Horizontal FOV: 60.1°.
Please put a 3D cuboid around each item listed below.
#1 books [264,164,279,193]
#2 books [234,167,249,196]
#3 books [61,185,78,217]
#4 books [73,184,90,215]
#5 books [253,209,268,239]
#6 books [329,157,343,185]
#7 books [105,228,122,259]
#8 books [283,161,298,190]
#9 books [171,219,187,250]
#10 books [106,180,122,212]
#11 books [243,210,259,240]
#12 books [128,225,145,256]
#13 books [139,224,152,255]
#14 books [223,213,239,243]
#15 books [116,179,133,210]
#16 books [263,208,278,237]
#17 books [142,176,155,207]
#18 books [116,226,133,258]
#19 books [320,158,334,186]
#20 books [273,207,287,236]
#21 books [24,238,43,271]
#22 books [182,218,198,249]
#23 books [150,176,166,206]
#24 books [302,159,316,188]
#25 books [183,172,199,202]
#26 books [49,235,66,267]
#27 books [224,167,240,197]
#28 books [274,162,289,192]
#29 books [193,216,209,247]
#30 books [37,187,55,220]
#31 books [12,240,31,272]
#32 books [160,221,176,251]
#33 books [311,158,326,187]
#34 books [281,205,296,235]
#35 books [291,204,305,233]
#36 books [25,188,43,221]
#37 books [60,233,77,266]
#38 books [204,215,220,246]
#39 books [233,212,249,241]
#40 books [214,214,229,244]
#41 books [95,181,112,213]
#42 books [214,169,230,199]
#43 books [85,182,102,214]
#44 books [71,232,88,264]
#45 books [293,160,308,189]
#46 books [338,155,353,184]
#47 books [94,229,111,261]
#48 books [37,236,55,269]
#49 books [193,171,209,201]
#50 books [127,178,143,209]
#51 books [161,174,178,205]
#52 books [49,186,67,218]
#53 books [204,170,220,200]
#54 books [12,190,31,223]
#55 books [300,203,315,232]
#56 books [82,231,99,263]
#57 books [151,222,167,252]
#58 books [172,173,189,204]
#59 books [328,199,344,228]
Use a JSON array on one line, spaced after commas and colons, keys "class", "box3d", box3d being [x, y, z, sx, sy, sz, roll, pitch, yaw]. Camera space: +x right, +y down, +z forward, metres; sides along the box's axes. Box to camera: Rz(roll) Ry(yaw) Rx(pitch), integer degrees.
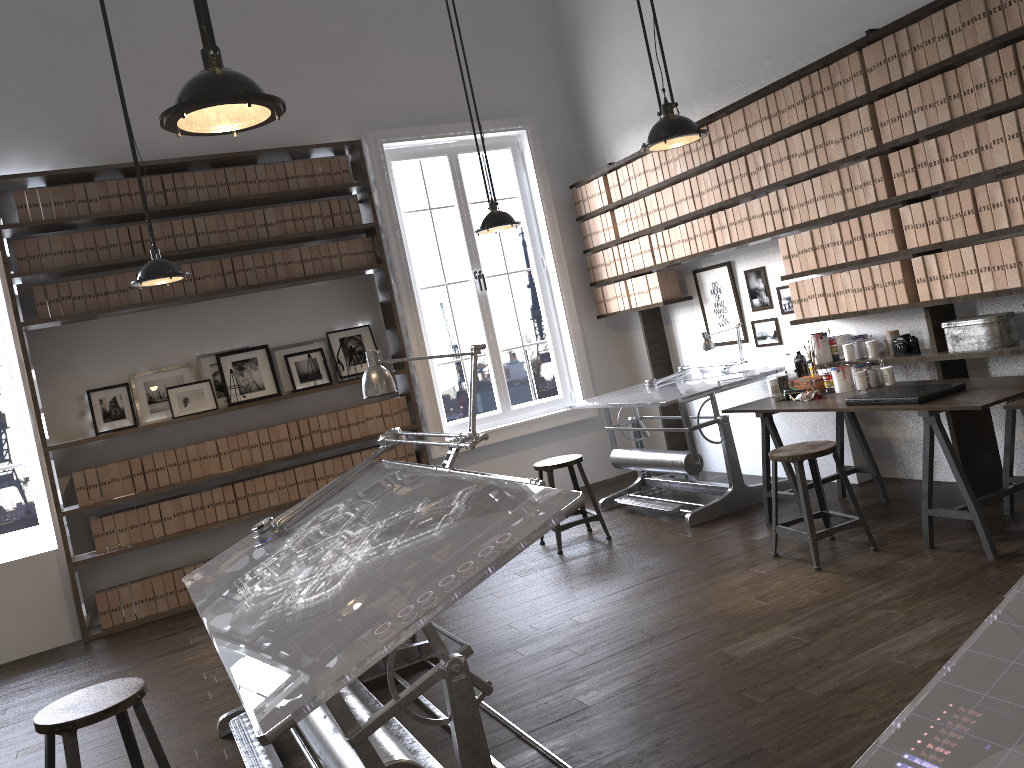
[{"class": "books", "box3d": [-1.770, -1.479, 6.482, 0.067, 0.225, 0.174, -12, 1, -25]}, {"class": "books", "box3d": [-1.957, -1.434, 6.384, 0.067, 0.226, 0.174, -12, 1, -25]}, {"class": "books", "box3d": [-2.950, -1.197, 5.916, 0.067, 0.225, 0.174, -12, 1, -25]}, {"class": "books", "box3d": [-2.886, -1.212, 5.943, 0.067, 0.226, 0.174, -12, 1, -25]}, {"class": "books", "box3d": [-1.831, -1.137, 6.416, 0.067, 0.226, 0.174, -12, 1, -25]}, {"class": "books", "box3d": [-1.344, -1.580, 6.684, 0.067, 0.225, 0.174, -12, 1, -25]}, {"class": "books", "box3d": [-2.699, -0.929, 6.002, 0.067, 0.225, 0.174, -12, 1, -25]}, {"class": "books", "box3d": [-1.644, -1.509, 6.536, 0.067, 0.226, 0.174, -12, 1, -25]}, {"class": "books", "box3d": [-2.325, -1.019, 6.178, 0.067, 0.225, 0.174, -12, 1, -25]}, {"class": "books", "box3d": [-2.706, -1.255, 6.027, 0.067, 0.226, 0.174, -12, 1, -25]}, {"class": "books", "box3d": [-1.895, -1.122, 6.390, 0.067, 0.225, 0.174, -12, 1, -25]}, {"class": "books", "box3d": [-2.569, -0.960, 6.063, 0.067, 0.226, 0.174, -12, 1, -25]}, {"class": "books", "box3d": [-2.506, -0.976, 6.099, 0.067, 0.225, 0.174, -12, 1, -25]}, {"class": "books", "box3d": [-2.016, -1.092, 6.326, 0.067, 0.226, 0.174, -12, 1, -25]}, {"class": "books", "box3d": [-2.649, -1.269, 6.061, 0.067, 0.225, 0.174, -12, 1, -25]}, {"class": "books", "box3d": [-1.767, -1.152, 6.448, 0.067, 0.225, 0.174, -12, 1, -25]}, {"class": "books", "box3d": [-2.522, -1.299, 6.117, 0.067, 0.225, 0.174, -12, 1, -25]}, {"class": "books", "box3d": [-2.638, -0.944, 6.036, 0.067, 0.225, 0.174, -12, 1, -25]}, {"class": "books", "box3d": [-1.407, -1.565, 6.654, 0.067, 0.225, 0.174, -12, 1, -25]}, {"class": "books", "box3d": [-1.712, -1.165, 6.477, 0.067, 0.225, 0.174, -12, 1, -25]}, {"class": "books", "box3d": [-3.127, -0.827, 5.801, 0.067, 0.225, 0.174, -12, 1, -25]}, {"class": "books", "box3d": [-2.262, -1.034, 6.212, 0.067, 0.225, 0.174, -12, 1, -25]}, {"class": "books", "box3d": [-2.461, -1.314, 6.152, 0.067, 0.225, 0.174, -12, 1, -25]}, {"class": "books", "box3d": [-1.526, -1.537, 6.596, 0.067, 0.225, 0.174, -12, 1, -25]}, {"class": "books", "box3d": [-2.268, -1.360, 6.236, 0.067, 0.225, 0.174, -12, 1, -25]}, {"class": "books", "box3d": [-3.000, -0.858, 5.860, 0.067, 0.225, 0.174, -12, 1, -25]}, {"class": "books", "box3d": [-2.015, -1.420, 6.362, 0.067, 0.225, 0.174, -12, 1, -25]}, {"class": "books", "box3d": [-1.708, -1.494, 6.510, 0.067, 0.225, 0.174, -12, 1, -25]}, {"class": "books", "box3d": [-2.196, -1.050, 6.242, 0.067, 0.226, 0.174, -12, 1, -25]}, {"class": "books", "box3d": [-3.073, -1.168, 5.856, 0.067, 0.225, 0.174, -12, 1, -25]}, {"class": "books", "box3d": [-3.190, -0.813, 5.773, 0.067, 0.225, 0.174, -12, 1, -25]}, {"class": "books", "box3d": [-2.389, -1.003, 6.148, 0.067, 0.226, 0.174, -12, 1, -25]}, {"class": "books", "box3d": [-1.464, -1.551, 6.620, 0.067, 0.226, 0.174, -12, 1, -25]}, {"class": "books", "box3d": [-1.651, -1.179, 6.501, 0.067, 0.226, 0.174, -12, 1, -25]}, {"class": "books", "box3d": [-1.594, -1.193, 6.534, 0.067, 0.225, 0.174, -12, 1, -25]}, {"class": "books", "box3d": [-3.136, -1.153, 5.822, 0.067, 0.225, 0.174, -12, 1, -25]}, {"class": "books", "box3d": [-2.945, -0.871, 5.888, 0.067, 0.225, 0.174, -12, 1, -25]}, {"class": "books", "box3d": [-2.132, -1.065, 6.274, 0.067, 0.225, 0.174, -12, 1, -25]}, {"class": "books", "box3d": [-1.957, -1.107, 6.362, 0.067, 0.225, 0.174, -12, 1, -25]}, {"class": "books", "box3d": [-2.077, -1.078, 6.302, 0.067, 0.225, 0.174, -12, 1, -25]}, {"class": "books", "box3d": [-2.768, -1.241, 6.003, 0.067, 0.225, 0.174, -12, 1, -25]}, {"class": "books", "box3d": [-2.082, -1.404, 6.331, 0.067, 0.225, 0.174, -12, 1, -25]}, {"class": "books", "box3d": [-2.823, -1.227, 5.975, 0.067, 0.225, 0.174, -12, 1, -25]}, {"class": "books", "box3d": [-2.884, -0.885, 5.912, 0.067, 0.226, 0.174, -12, 1, -25]}, {"class": "books", "box3d": [-1.581, -1.524, 6.568, 0.067, 0.225, 0.174, -12, 1, -25]}, {"class": "books", "box3d": [-1.280, -1.595, 6.711, 0.067, 0.225, 0.174, -12, 1, -25]}, {"class": "books", "box3d": [-2.764, -0.914, 5.976, 0.067, 0.225, 0.174, -12, 1, -25]}, {"class": "books", "box3d": [-3.064, -0.842, 5.827, 0.067, 0.226, 0.174, -12, 1, -25]}, {"class": "books", "box3d": [-2.205, -1.375, 6.270, 0.067, 0.225, 0.174, -12, 1, -25]}, {"class": "books", "box3d": [-2.586, -1.284, 6.091, 0.067, 0.225, 0.174, -12, 1, -25]}, {"class": "books", "box3d": [-2.392, -1.330, 6.178, 0.067, 0.226, 0.174, -12, 1, -25]}, {"class": "books", "box3d": [-3.013, -1.182, 5.889, 0.067, 0.225, 0.174, -12, 1, -25]}, {"class": "books", "box3d": [-2.145, -1.389, 6.303, 0.067, 0.225, 0.174, -12, 1, -25]}, {"class": "books", "box3d": [-3.200, -1.137, 5.791, 0.067, 0.226, 0.174, -12, 1, -25]}, {"class": "books", "box3d": [-1.531, -1.208, 6.565, 0.067, 0.225, 0.174, -12, 1, -25]}, {"class": "books", "box3d": [-2.827, -0.899, 5.946, 0.067, 0.225, 0.174, -12, 1, -25]}, {"class": "books", "box3d": [-2.447, -0.990, 6.125, 0.067, 0.225, 0.174, -12, 1, -25]}, {"class": "books", "box3d": [-2.329, -1.345, 6.215, 0.067, 0.225, 0.174, -12, 1, -25]}, {"class": "books", "box3d": [-1.337, -1.254, 6.652, 0.067, 0.226, 0.174, -12, 1, -25]}]
